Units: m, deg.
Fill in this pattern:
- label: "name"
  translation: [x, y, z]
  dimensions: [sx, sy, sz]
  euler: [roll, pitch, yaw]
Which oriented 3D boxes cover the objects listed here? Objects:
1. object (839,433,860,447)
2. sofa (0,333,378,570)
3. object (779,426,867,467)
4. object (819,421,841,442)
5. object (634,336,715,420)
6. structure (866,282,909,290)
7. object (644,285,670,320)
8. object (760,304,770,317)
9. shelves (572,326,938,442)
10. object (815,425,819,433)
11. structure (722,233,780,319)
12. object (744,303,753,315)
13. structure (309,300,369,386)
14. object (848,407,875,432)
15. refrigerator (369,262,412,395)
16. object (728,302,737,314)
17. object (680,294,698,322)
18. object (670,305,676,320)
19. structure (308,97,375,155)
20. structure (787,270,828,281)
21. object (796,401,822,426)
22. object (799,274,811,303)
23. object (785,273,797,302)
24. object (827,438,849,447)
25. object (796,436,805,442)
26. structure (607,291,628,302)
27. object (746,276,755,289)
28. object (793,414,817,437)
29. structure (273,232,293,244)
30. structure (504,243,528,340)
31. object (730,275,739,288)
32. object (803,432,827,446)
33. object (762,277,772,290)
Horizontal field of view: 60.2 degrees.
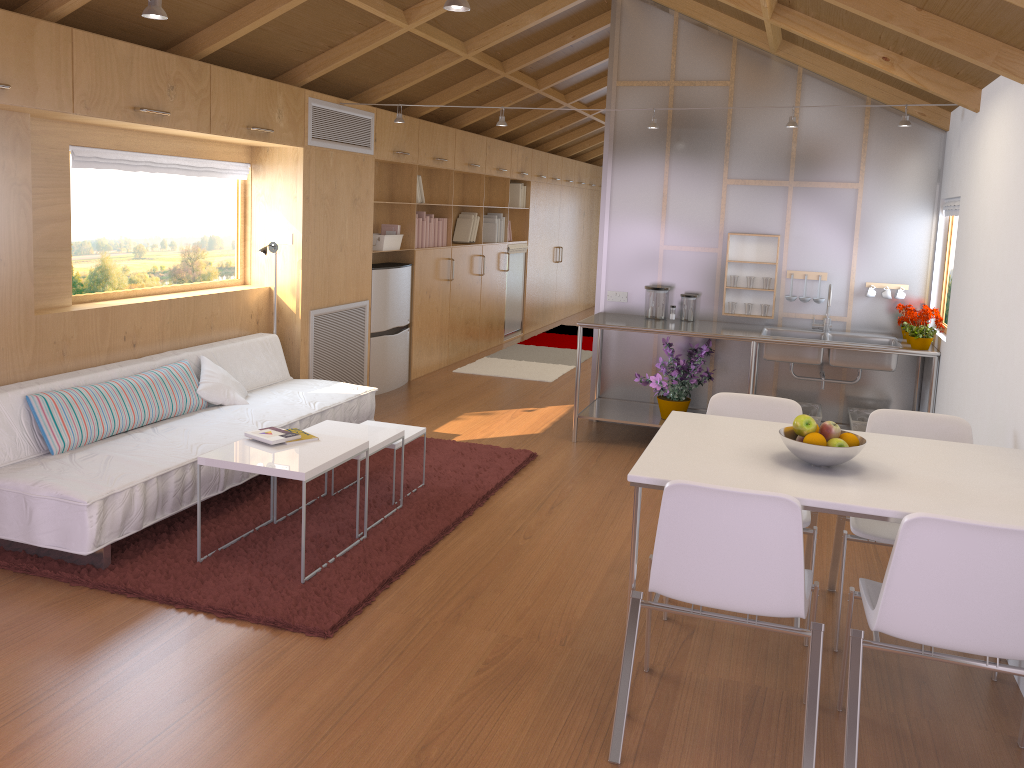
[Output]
- label: "object"
  translation: [1.022, 0.182, 2.691]
  dimensions: [0.068, 0.065, 0.068]
  euler: [-2, 10, -28]
- label: "sofa"
  translation: [-1.589, 0.217, 4.474]
  dimensions: [0.864, 0.622, 2.377]
  euler: [6, 11, 17]
- label: "object"
  translation: [0.945, 0.203, 2.705]
  dimensions: [0.255, 0.089, 0.257]
  euler: [-4, 12, -29]
- label: "object"
  translation: [0.965, 0.145, 2.689]
  dimensions: [0.062, 0.066, 0.064]
  euler: [-3, 11, -34]
- label: "object"
  translation: [1.043, -0.040, 5.656]
  dimensions: [0.525, 0.547, 0.355]
  euler: [4, 8, 9]
- label: "structure"
  translation: [2.373, -0.618, 5.590]
  dimensions: [0.251, 0.032, 0.042]
  euler: [6, 10, 18]
- label: "object"
  translation: [0.975, -0.549, 5.960]
  dimensions: [0.173, 0.213, 0.173]
  euler: [8, 10, 31]
- label: "object"
  translation: [1.661, -0.484, 5.815]
  dimensions: [0.061, 0.076, 0.062]
  euler: [1, 9, -8]
- label: "shelves"
  translation: [1.492, 0.057, 5.637]
  dimensions: [2.096, 0.745, 0.638]
  euler: [6, 9, 18]
- label: "object"
  translation: [0.932, 0.147, 2.780]
  dimensions: [0.067, 0.067, 0.068]
  euler: [1, 9, -6]
- label: "structure"
  translation: [1.575, -0.714, 5.827]
  dimensions: [0.328, 0.540, 0.077]
  euler: [5, 7, 18]
- label: "object"
  translation: [1.562, -0.494, 5.847]
  dimensions: [0.061, 0.076, 0.062]
  euler: [1, 9, -8]
- label: "structure"
  translation: [-1.215, -0.201, 6.247]
  dimensions: [0.013, 0.714, 0.827]
  euler: [5, 10, 17]
- label: "object"
  translation: [2.192, 0.272, 5.352]
  dimensions: [0.299, 0.157, 0.418]
  euler: [6, 11, 17]
- label: "refrigerator"
  translation: [-1.034, -0.457, 7.067]
  dimensions: [0.262, 0.977, 0.719]
  euler: [5, 9, 18]
- label: "object"
  translation: [1.464, -0.505, 5.878]
  dimensions: [0.061, 0.076, 0.062]
  euler: [7, 10, 30]
- label: "object"
  translation: [1.179, -0.510, 5.917]
  dimensions: [0.114, 0.175, 0.114]
  euler: [9, 10, 38]
- label: "object"
  translation: [1.065, -0.473, 5.856]
  dimensions: [0.037, 0.091, 0.037]
  euler: [7, 9, 33]
- label: "structure"
  translation: [-1.154, -1.747, 6.034]
  dimensions: [0.013, 0.297, 0.911]
  euler: [5, 11, 17]
- label: "structure"
  translation: [1.917, -0.705, 5.746]
  dimensions: [0.251, 0.051, 0.016]
  euler: [6, 8, 18]
- label: "object"
  translation: [1.761, 0.225, 5.491]
  dimensions: [0.299, 0.157, 0.418]
  euler: [6, 11, 17]
- label: "object"
  translation: [1.900, -0.617, 5.719]
  dimensions: [0.075, 0.181, 0.075]
  euler: [-4, 10, -40]
- label: "object"
  translation: [1.818, -0.626, 5.746]
  dimensions: [0.075, 0.181, 0.075]
  euler: [-4, 10, -40]
- label: "object"
  translation: [0.973, 0.196, 2.643]
  dimensions: [0.071, 0.069, 0.078]
  euler: [6, 10, 18]
- label: "object"
  translation: [0.913, 0.184, 2.719]
  dimensions: [0.080, 0.088, 0.079]
  euler: [-1, 10, -23]
- label: "structure"
  translation: [0.733, -0.609, 6.157]
  dimensions: [0.142, 0.070, 0.011]
  euler: [6, 8, 18]
- label: "object"
  translation: [1.570, -0.669, 5.825]
  dimensions: [0.061, 0.076, 0.062]
  euler: [1, 9, -8]
- label: "object"
  translation: [0.890, 0.127, 2.688]
  dimensions: [0.071, 0.069, 0.078]
  euler: [6, 10, 18]
- label: "structure"
  translation: [-1.479, -0.940, 5.700]
  dimensions: [0.142, 0.070, 0.011]
  euler: [6, 8, 18]
- label: "structure"
  translation: [-0.083, -1.070, 10.057]
  dimensions: [0.316, 1.068, 0.731]
  euler: [5, 9, 18]
- label: "object"
  translation: [1.472, -0.679, 5.857]
  dimensions: [0.061, 0.076, 0.062]
  euler: [7, 10, 30]
- label: "object"
  translation: [0.906, 0.179, 2.647]
  dimensions: [0.067, 0.067, 0.068]
  euler: [1, 9, -6]
- label: "object"
  translation: [1.668, -0.658, 5.794]
  dimensions: [0.061, 0.076, 0.062]
  euler: [1, 9, -8]
